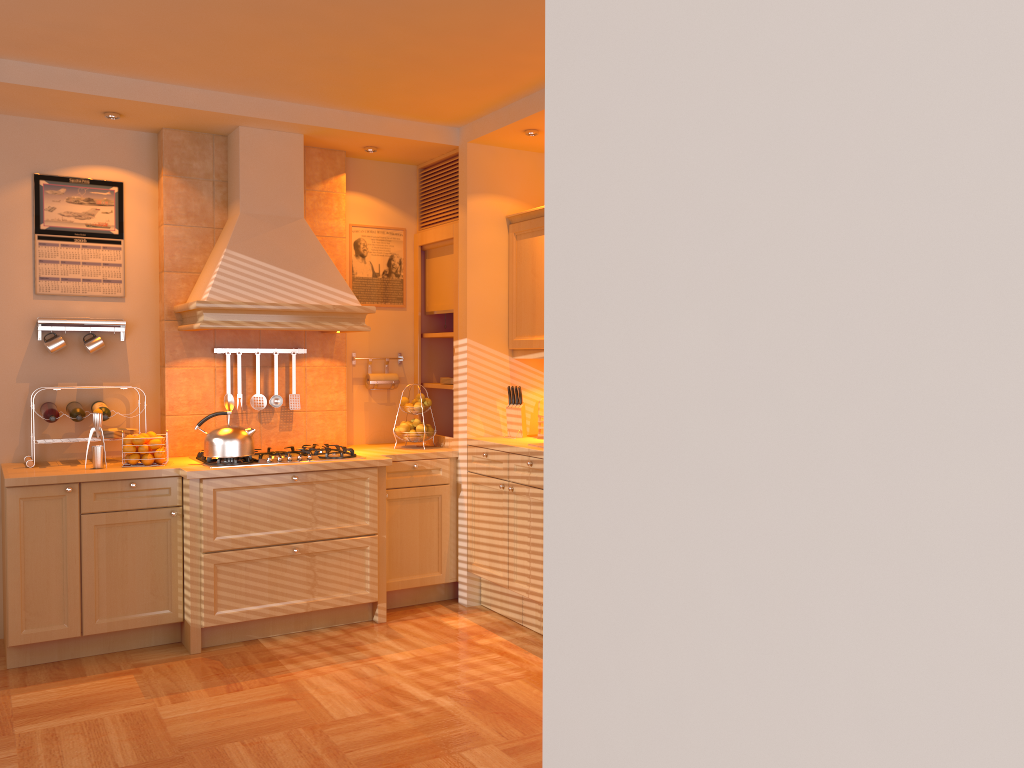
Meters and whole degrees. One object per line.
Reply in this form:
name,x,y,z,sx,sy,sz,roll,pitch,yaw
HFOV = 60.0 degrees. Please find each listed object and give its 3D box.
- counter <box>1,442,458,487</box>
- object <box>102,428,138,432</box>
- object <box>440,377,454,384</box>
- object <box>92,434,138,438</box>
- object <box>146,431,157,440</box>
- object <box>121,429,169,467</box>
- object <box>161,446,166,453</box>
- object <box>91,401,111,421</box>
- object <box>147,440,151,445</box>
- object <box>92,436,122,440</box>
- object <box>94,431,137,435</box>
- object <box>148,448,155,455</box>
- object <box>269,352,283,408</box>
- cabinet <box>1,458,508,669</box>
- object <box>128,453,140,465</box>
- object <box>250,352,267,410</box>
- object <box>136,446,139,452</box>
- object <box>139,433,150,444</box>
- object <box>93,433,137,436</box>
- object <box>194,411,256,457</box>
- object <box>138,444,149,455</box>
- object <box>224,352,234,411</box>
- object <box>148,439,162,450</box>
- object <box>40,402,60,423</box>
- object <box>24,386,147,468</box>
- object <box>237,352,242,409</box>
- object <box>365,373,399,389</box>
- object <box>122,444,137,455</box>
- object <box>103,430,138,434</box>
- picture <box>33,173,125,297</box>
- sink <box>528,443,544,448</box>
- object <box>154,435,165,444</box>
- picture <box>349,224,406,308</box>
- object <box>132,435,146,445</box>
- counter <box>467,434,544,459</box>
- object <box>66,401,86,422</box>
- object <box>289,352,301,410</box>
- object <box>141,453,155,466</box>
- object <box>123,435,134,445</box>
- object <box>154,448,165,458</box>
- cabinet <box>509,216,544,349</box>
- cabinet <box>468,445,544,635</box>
counter,-1.378,0.409,4.659,2.250,0.038,0.770,-1,2,-31
object,-2.023,0.237,4.517,0.172,0.011,0.163,1,2,28
object,-0.324,-0.018,5.388,0.222,0.039,0.222,0,2,-14
object,-2.023,0.264,4.518,0.172,0.011,0.163,1,2,28
object,-1.807,0.267,4.447,0.059,0.060,0.050,1,2,18
object,-1.810,0.310,4.381,0.207,0.174,0.189,0,2,-16
object,-1.748,0.332,4.407,0.051,0.055,0.061,0,2,-2
object,-2.074,0.138,4.487,0.076,0.095,0.282,-1,2,-31
object,-1.825,0.298,4.413,0.061,0.051,0.055,1,2,13
object,-2.023,0.270,4.518,0.172,0.011,0.163,1,2,28
object,-2.023,0.250,4.518,0.172,0.011,0.163,1,2,28
object,-1.774,0.329,4.390,0.062,0.053,0.051,1,2,27
object,-1.315,-0.024,4.921,0.077,0.309,0.037,-1,2,-32
cabinet,-1.026,0.848,4.670,2.850,0.840,1.141,-1,2,-31
object,-1.835,0.364,4.308,0.052,0.057,0.060,1,2,21
object,-1.388,-0.017,4.857,0.090,0.320,0.017,-1,2,-31
object,-1.844,0.313,4.357,0.051,0.053,0.064,1,2,22
object,-1.814,0.268,4.370,0.063,0.053,0.051,1,2,20
object,-2.023,0.257,4.518,0.172,0.011,0.163,1,2,28
object,-1.414,0.242,4.420,0.251,0.215,0.242,-2,3,-44
object,-1.797,0.318,4.325,0.052,0.053,0.062,0,2,-9
object,-1.522,-0.013,4.770,0.055,0.323,0.028,-1,2,-31
object,-1.750,0.295,4.349,0.053,0.052,0.061,1,2,32
object,-2.272,0.142,4.367,0.076,0.095,0.282,-1,2,-31
object,-2.129,0.204,4.465,0.572,0.379,0.221,-1,2,-31
object,-1.478,-0.016,4.809,0.028,0.319,0.006,-1,2,-31
object,-0.787,-0.016,5.366,0.186,0.094,0.096,-1,2,-31
object,-1.854,0.317,4.300,0.063,0.051,0.053,0,2,-12
object,-2.023,0.244,4.517,0.172,0.011,0.163,1,2,28
picture,-2.218,-0.756,4.555,0.417,0.605,0.009,-1,2,-31
sink,0.469,0.330,4.355,0.465,0.336,0.746,-1,2,-31
object,-1.754,0.282,4.407,0.063,0.053,0.051,1,2,32
picture,-0.816,-0.717,5.408,0.366,0.491,0.007,-1,2,-31
object,-1.814,0.273,4.311,0.063,0.051,0.053,-1,2,-24
counter,0.471,0.343,4.357,0.600,0.038,1.800,-1,2,-31
object,-2.173,0.140,4.427,0.076,0.095,0.282,-1,2,-31
object,-1.216,-0.018,4.960,0.061,0.323,0.020,-1,2,-31
object,-1.781,0.369,4.335,0.074,0.063,0.064,2,2,39
object,-1.865,0.277,4.325,0.057,0.060,0.052,0,2,7
object,-1.725,0.342,4.342,0.052,0.054,0.061,0,2,-4
cabinet,0.587,-0.532,4.398,0.332,0.712,1.792,-1,2,-31
cabinet,0.771,0.449,3.840,0.625,1.700,3.000,-1,2,-31
